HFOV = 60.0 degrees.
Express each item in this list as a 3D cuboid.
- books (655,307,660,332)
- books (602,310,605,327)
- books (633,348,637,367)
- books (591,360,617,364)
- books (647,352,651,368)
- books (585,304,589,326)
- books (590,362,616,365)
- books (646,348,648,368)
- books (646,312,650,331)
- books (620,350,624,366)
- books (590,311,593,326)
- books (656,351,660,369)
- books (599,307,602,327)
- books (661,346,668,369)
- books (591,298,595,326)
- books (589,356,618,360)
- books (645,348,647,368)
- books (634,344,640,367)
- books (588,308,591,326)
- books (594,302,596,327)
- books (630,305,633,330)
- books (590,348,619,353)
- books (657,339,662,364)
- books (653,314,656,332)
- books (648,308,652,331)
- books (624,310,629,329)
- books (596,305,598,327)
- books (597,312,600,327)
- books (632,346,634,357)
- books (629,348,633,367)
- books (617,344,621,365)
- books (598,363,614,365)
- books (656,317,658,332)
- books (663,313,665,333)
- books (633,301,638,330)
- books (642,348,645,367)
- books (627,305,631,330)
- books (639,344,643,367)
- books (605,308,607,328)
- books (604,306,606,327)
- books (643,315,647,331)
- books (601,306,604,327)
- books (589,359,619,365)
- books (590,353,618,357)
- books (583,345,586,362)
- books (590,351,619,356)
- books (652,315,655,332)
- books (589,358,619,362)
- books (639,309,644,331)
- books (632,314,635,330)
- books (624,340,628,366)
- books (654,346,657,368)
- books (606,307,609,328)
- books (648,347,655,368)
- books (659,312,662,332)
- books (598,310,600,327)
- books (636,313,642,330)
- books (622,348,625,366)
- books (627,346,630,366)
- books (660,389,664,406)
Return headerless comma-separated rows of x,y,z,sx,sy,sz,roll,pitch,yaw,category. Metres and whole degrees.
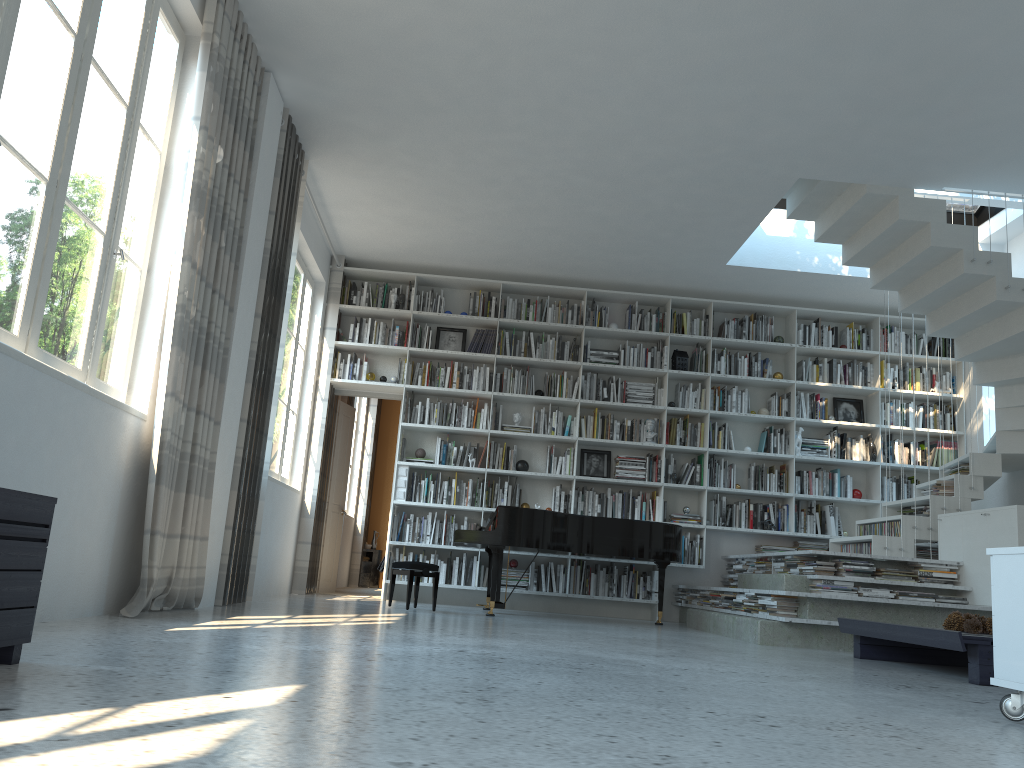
1.457,-0.609,8.913,0.012,0.307,0.138,5,-12,-2,books
0.906,-0.615,8.876,0.016,0.218,0.144,5,-12,-2,books
1.211,-0.229,8.813,0.028,0.218,0.184,5,-12,-2,books
0.900,-0.200,8.797,0.254,0.012,0.161,5,-12,-5,books
1.346,-0.204,8.807,0.029,0.188,0.176,5,-12,-2,books
0.737,-0.647,8.865,0.026,0.252,0.186,5,-12,-2,books
0.900,-0.189,8.791,0.254,0.012,0.161,4,-12,3,books
1.327,-0.225,8.815,0.012,0.230,0.158,5,-12,-2,books
1.352,-0.585,8.893,0.023,0.236,0.154,5,-12,-2,books
1.078,-0.225,8.801,0.025,0.187,0.193,5,-12,-2,books
0.783,-0.613,8.867,0.026,0.194,0.167,5,-12,-2,books
1.436,-0.203,8.813,0.029,0.202,0.192,5,-12,-2,books
0.879,-0.629,8.888,0.014,0.247,0.139,5,-12,-2,books
1.495,-0.227,8.764,0.037,0.236,0.273,5,-12,-2,books
0.808,-0.680,8.896,0.014,0.340,0.145,5,-12,-2,books
0.905,-0.242,8.801,0.285,0.024,0.160,4,-12,3,books
1.316,-0.225,8.821,0.010,0.230,0.152,5,-12,-2,books
1.240,-0.249,8.839,0.029,0.273,0.141,5,-12,-2,books
0.759,-0.629,8.882,0.023,0.227,0.157,5,-12,-2,books
0.819,-0.659,8.886,0.010,0.295,0.153,5,-12,-2,books
1.186,-0.628,8.895,0.011,0.295,0.157,5,-12,-2,books
0.910,-0.311,8.827,0.285,0.024,0.160,5,-12,-2,books
1.461,-0.263,8.836,0.012,0.333,0.156,5,-12,-2,books
1.420,-0.573,8.917,0.026,0.233,0.137,5,-12,-2,books
1.371,-0.603,8.883,0.010,0.270,0.180,5,-12,-2,books
1.149,-0.604,8.898,0.012,0.245,0.151,5,-12,-2,books
0.840,-0.644,8.870,0.011,0.264,0.163,5,-12,-2,books
0.853,-0.607,8.875,0.023,0.195,0.172,5,-12,-2,books
1.191,-0.241,8.824,0.012,0.244,0.131,5,-12,-2,books
1.171,-0.231,8.809,0.027,0.216,0.190,5,-12,-2,books
1.062,-0.258,8.811,0.012,0.253,0.161,5,-12,-2,books
0.898,-0.176,8.792,0.285,0.012,0.160,4,-12,1,books
1.440,-0.558,8.909,0.014,0.204,0.135,5,-12,-2,books
1.509,-0.572,8.902,0.014,0.238,0.153,5,-12,-2,books
1.229,-0.644,8.890,0.010,0.330,0.186,5,-12,-2,books
1.288,-0.226,8.807,0.023,0.222,0.191,5,-12,-2,books
1.164,-0.630,8.886,0.014,0.291,0.176,5,-12,-2,books
1.267,-0.249,8.819,0.023,0.269,0.185,5,-12,-2,books
0.926,-0.624,8.896,0.013,0.249,0.148,5,-12,-2,books
0.918,-0.632,8.878,0.005,0.254,0.168,5,-12,-2,books
1.323,-0.572,8.884,0.033,0.202,0.166,5,-12,-2,books
0.894,-0.637,8.884,0.013,0.264,0.147,5,-12,-2,books
0.901,-0.212,8.799,0.285,0.012,0.160,5,-12,-5,books
0.907,-0.265,8.808,0.254,0.025,0.161,6,-12,-6,books
0.708,-0.264,8.786,0.027,0.201,0.168,5,-12,-2,books
0.908,-0.288,8.818,0.285,0.024,0.160,4,-12,0,books
1.397,-0.569,8.870,0.023,0.202,0.193,5,-12,-2,books
0.902,-0.223,8.804,0.285,0.012,0.160,5,-12,-4,books
1.294,-0.603,8.908,0.028,0.269,0.140,5,-12,-2,books
1.203,-0.581,8.898,0.031,0.208,0.147,5,-12,-2,books
1.124,-0.271,8.800,0.011,0.283,0.190,5,-12,-2,books
1.408,-0.231,8.832,0.029,0.261,0.133,5,-12,-2,books
0.948,-0.629,8.881,0.011,0.255,0.144,5,-12,-2,books
1.378,-0.231,8.814,0.032,0.247,0.173,5,-12,-2,books
1.475,-0.578,8.900,0.028,0.243,0.161,5,-12,-2,books
0.868,-0.619,8.899,0.006,0.232,0.136,5,-12,-2,books
1.254,-0.582,8.884,0.050,0.210,0.173,5,-12,-2,books
1.102,-0.235,8.834,0.024,0.223,0.129,5,-12,-2,books
1.137,-0.244,8.812,0.021,0.237,0.172,5,-12,-2,books
1.465,0.162,8.761,0.030,0.204,0.158,5,-12,-2,books
